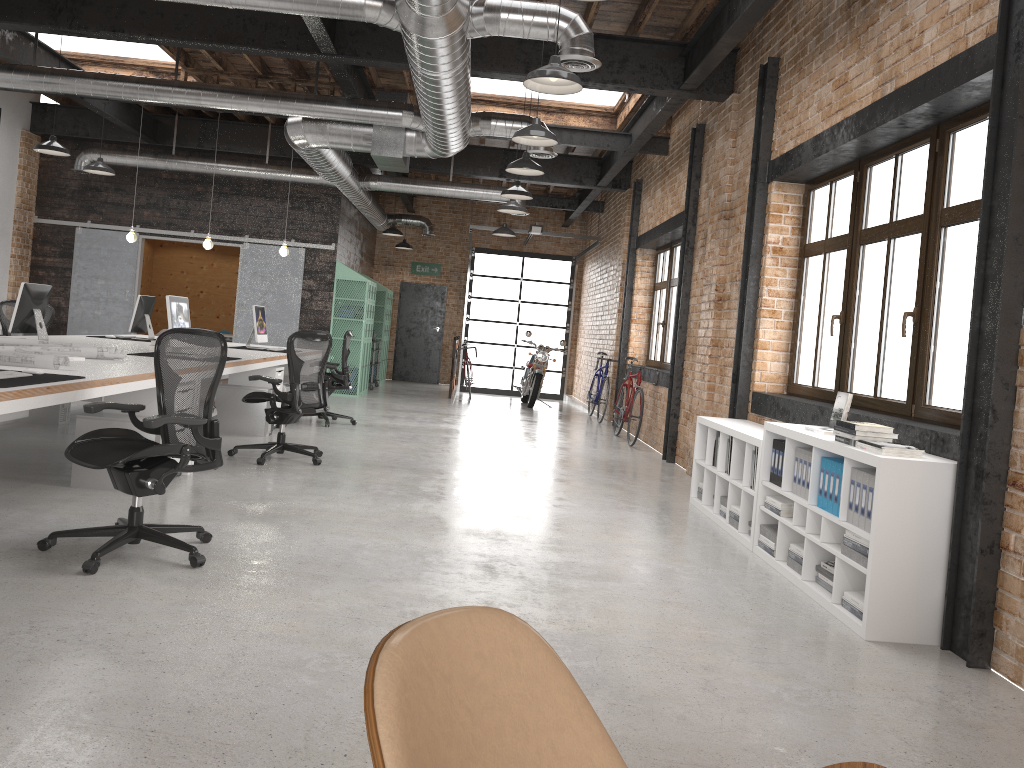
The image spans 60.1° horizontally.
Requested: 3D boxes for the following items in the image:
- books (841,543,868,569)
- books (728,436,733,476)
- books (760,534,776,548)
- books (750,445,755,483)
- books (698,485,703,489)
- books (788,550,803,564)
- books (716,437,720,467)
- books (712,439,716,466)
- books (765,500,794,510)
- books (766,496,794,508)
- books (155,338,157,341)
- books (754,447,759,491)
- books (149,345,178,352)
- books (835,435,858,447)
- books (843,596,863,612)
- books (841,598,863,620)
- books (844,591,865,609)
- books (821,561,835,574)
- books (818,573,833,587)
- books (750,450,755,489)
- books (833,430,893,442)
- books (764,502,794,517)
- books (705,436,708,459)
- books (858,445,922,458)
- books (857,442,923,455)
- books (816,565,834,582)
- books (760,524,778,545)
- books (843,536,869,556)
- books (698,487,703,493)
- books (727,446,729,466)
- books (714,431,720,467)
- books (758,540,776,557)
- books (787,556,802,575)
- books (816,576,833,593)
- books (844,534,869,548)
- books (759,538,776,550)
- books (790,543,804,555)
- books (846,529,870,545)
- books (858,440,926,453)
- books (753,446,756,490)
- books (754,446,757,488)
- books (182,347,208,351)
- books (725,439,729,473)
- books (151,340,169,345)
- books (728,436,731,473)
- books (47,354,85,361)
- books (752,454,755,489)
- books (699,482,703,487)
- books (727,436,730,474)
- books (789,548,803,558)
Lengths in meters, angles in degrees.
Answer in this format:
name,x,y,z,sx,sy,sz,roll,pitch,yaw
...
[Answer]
name,x,y,z,sx,sy,sz,roll,pitch,yaw
books,1.678,0.793,4.072,0.217,0.072,0.290,5,3,-3
books,1.657,0.490,6.176,0.272,0.354,0.063,5,0,2
books,1.606,0.924,5.214,0.214,0.046,0.252,5,3,-3
books,1.668,0.543,5.690,0.259,0.305,0.040,5,0,2
books,1.564,0.796,6.760,0.219,0.039,0.260,5,3,-3
books,1.643,0.940,4.786,0.207,0.067,0.275,5,3,-3
books,1.619,0.523,6.548,0.197,0.240,0.058,5,0,2
books,1.645,0.464,6.615,0.272,0.354,0.063,5,0,2
books,1.628,0.705,5.170,0.219,0.034,0.260,5,3,-3
books,1.629,0.687,5.165,0.214,0.046,0.252,5,3,-3
books,-3.073,-0.395,7.901,0.153,0.030,0.185,5,3,-5
books,1.667,0.526,5.551,0.272,0.354,0.063,5,0,2
books,-3.086,-0.316,7.885,0.200,0.050,0.272,5,3,-5
books,1.737,0.287,4.369,0.191,0.032,0.259,5,3,-1
books,1.675,1.014,4.057,0.219,0.034,0.260,5,3,-3
books,1.670,1.039,4.065,0.207,0.061,0.274,5,3,-3
books,1.676,0.996,4.053,0.214,0.046,0.252,5,3,-3
books,1.698,0.933,4.459,0.199,0.054,0.240,5,3,-2
books,1.672,0.991,4.471,0.163,0.047,0.239,5,3,-2
books,1.622,0.562,5.653,0.182,0.262,0.056,5,0,2
books,1.732,0.259,4.377,0.191,0.023,0.242,5,3,-5
books,1.622,0.731,5.178,0.207,0.061,0.274,5,3,-3
books,1.649,0.451,6.870,0.259,0.351,0.065,5,0,2
books,1.744,0.313,4.096,0.187,0.014,0.253,5,3,-3
books,1.746,0.299,4.100,0.187,0.014,0.248,5,3,-5
books,1.698,0.965,4.484,0.222,0.055,0.282,5,3,-2
books,1.612,0.888,5.233,0.217,0.078,0.291,5,3,-3
books,1.677,0.743,4.064,0.207,0.067,0.275,5,3,-3
books,1.558,0.822,6.767,0.207,0.067,0.275,5,3,-3
books,1.605,0.538,6.247,0.162,0.240,0.054,5,0,2
books,1.624,0.500,6.583,0.222,0.283,0.061,5,0,2
books,1.599,0.967,5.227,0.207,0.061,0.274,5,3,-3
books,1.644,0.991,4.794,0.217,0.072,0.290,5,3,-3
books,1.677,1.020,4.485,0.184,0.049,0.262,5,3,-2
books,1.682,0.717,4.056,0.219,0.039,0.260,5,3,-3
books,1.605,0.942,5.219,0.219,0.034,0.260,5,3,-3
books,1.649,0.897,4.774,0.214,0.051,0.252,5,3,-3
books,1.683,0.699,4.052,0.214,0.051,0.252,5,3,-3
books,1.754,0.287,4.098,0.202,0.012,0.251,5,3,-1
books,1.663,0.522,5.605,0.258,0.354,0.049,5,0,2
books,1.666,0.525,5.581,0.259,0.352,0.070,5,0,2
books,-3.107,-0.345,8.650,0.244,0.019,0.205,7,4,35
books,1.612,0.526,6.278,0.182,0.262,0.056,5,0,2
books,-3.060,-0.362,7.900,0.193,0.044,0.257,6,3,15
books,1.656,0.489,6.206,0.259,0.352,0.070,5,0,2
books,-2.949,-0.172,5.767,0.200,0.024,0.235,7,4,31
books,1.615,0.574,5.622,0.162,0.240,0.054,5,0,2
books,1.565,0.778,6.756,0.214,0.051,0.252,5,3,-3
books,1.653,0.486,6.230,0.258,0.354,0.049,5,0,2
books,1.648,0.915,4.778,0.219,0.039,0.260,5,3,-3
